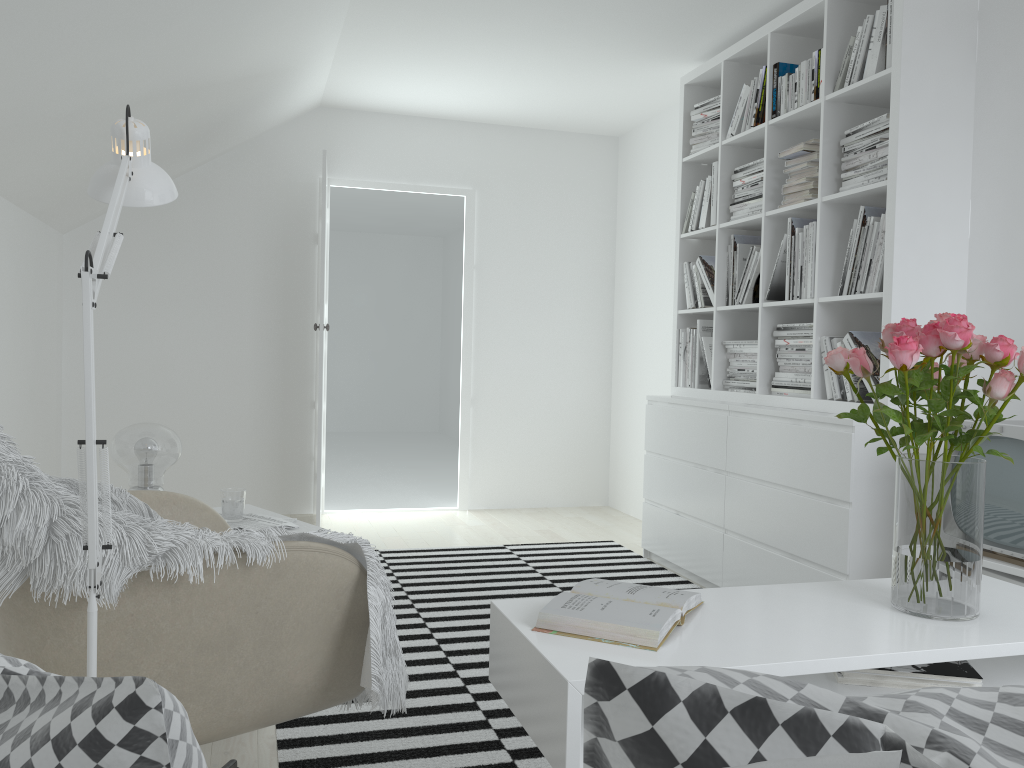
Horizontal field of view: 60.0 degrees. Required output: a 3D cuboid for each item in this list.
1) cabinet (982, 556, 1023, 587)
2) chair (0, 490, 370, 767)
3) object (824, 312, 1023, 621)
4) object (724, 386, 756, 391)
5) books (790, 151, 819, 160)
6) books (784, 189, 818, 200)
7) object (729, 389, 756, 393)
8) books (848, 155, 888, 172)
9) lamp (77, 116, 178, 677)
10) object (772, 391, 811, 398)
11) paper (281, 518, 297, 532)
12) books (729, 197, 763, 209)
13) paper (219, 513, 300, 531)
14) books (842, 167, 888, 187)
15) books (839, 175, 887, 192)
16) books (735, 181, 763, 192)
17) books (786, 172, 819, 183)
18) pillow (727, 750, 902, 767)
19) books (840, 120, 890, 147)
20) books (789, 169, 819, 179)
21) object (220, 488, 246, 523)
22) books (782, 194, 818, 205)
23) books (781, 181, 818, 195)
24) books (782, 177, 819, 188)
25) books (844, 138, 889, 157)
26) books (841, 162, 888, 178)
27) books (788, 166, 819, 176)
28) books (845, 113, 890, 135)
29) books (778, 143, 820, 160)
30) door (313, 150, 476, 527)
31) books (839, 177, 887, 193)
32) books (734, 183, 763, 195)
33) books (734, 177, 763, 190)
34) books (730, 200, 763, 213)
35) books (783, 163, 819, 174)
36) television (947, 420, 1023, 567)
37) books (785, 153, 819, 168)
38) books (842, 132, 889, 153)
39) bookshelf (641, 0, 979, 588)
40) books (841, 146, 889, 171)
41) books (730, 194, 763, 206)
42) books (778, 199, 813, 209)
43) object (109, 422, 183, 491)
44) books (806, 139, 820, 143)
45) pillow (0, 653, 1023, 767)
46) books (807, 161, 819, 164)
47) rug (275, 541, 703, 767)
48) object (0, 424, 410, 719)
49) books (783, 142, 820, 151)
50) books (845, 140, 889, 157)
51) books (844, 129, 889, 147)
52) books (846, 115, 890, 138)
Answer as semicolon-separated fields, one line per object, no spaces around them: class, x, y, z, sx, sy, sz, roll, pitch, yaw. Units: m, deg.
cabinet;1.464;0.724;2.476;0.350;0.477;0.467;1;2;-23
chair;-0.715;0.463;1.701;0.776;0.941;0.719;0;2;-42
object;0.844;0.155;1.801;0.350;0.599;0.327;2;2;3
object;1.092;0.020;3.959;0.159;0.012;0.285;1;2;-17
books;1.276;-0.902;3.569;0.254;0.013;0.161;1;2;-22
books;1.262;-0.749;3.572;0.273;0.021;0.174;1;2;-17
object;1.100;0.033;3.946;0.161;0.012;0.254;1;2;-17
books;1.361;-0.781;3.182;0.182;0.016;0.288;1;2;-7
lamp;-0.574;0.263;1.303;0.196;1.373;0.527;1;2;-12
object;1.241;0.045;3.591;0.232;0.014;0.314;1;2;-17
paper;-0.767;0.382;2.429;0.312;0.015;0.205;1;2;-2
books;1.149;-0.795;3.934;0.232;0.014;0.308;1;2;-19
paper;-0.767;0.379;2.428;0.312;0.024;0.205;3;2;33
books;1.342;-0.735;3.188;0.174;0.021;0.273;1;2;-12
books;1.347;-0.716;3.188;0.182;0.016;0.288;1;2;-17
books;1.130;-0.869;3.912;0.159;0.012;0.285;1;2;-17
books;1.272;-0.812;3.555;0.288;0.016;0.182;1;2;-27
pillow;-0.169;0.355;0.364;0.623;0.498;0.333;2;2;17
books;1.348;-0.895;3.180;0.176;0.025;0.331;1;2;-12
books;1.277;-0.829;3.570;0.263;0.017;0.167;1;2;-22
object;-0.764;0.332;2.428;0.067;0.087;0.067;1;2;-19
books;1.262;-0.730;3.568;0.288;0.016;0.182;1;2;-22
books;1.260;-0.774;3.569;0.296;0.028;0.180;1;2;-27
books;1.261;-0.796;3.553;0.288;0.016;0.182;1;2;-12
books;1.334;-0.848;3.198;0.161;0.013;0.256;1;2;-7
books;1.359;-0.766;3.193;0.182;0.016;0.288;1;2;-22
books;1.268;-0.844;3.576;0.254;0.012;0.161;1;2;-27
books;1.341;-0.928;3.190;0.161;0.012;0.254;1;2;-12
books;1.264;-0.920;3.564;0.331;0.025;0.176;1;2;-17
door;-0.899;-0.216;5.304;0.688;2.055;1.397;3;2;32
books;1.332;-0.700;3.179;0.182;0.016;0.288;1;2;-12
books;1.120;-0.857;3.921;0.161;0.012;0.254;1;2;-17
books;1.116;-0.882;3.930;0.161;0.013;0.256;1;2;-12
books;1.149;-0.780;3.929;0.232;0.014;0.314;1;2;-17
books;1.260;-0.857;3.566;0.285;0.012;0.159;1;2;-17
television;1.441;0.299;2.448;0.273;0.374;0.414;1;2;-17
books;1.265;-0.885;3.572;0.273;0.021;0.174;1;2;-27
books;1.346;-0.863;3.196;0.167;0.017;0.263;1;2;-17
bookshelf;1.120;-0.295;3.742;0.440;2.416;1.595;1;2;-17
books;1.346;-0.803;3.182;0.180;0.028;0.296;1;2;-12
books;1.159;-0.808;3.933;0.251;0.012;0.312;1;2;-16
books;1.251;-0.715;3.582;0.288;0.016;0.182;1;2;-17
object;-1.004;0.244;2.435;0.185;0.279;0.185;1;2;-23
books;1.275;-0.953;3.573;0.254;0.012;0.161;1;2;-17
pillow;0.695;0.352;0.751;2.488;0.513;0.676;1;2;-15
books;1.278;-0.869;3.580;0.256;0.013;0.161;1;2;-12
rug;0.287;0.933;2.519;1.846;0.004;4.362;1;2;-17
object;-0.705;0.357;1.699;0.954;0.789;0.784;0;2;-36
books;1.259;-0.940;3.573;0.285;0.012;0.159;1;2;-12
books;1.347;-0.835;3.179;0.159;0.012;0.285;1;2;-12
books;1.345;-0.877;3.193;0.161;0.013;0.254;1;2;-17
books;1.340;-0.915;3.174;0.159;0.012;0.285;1;2;-7
